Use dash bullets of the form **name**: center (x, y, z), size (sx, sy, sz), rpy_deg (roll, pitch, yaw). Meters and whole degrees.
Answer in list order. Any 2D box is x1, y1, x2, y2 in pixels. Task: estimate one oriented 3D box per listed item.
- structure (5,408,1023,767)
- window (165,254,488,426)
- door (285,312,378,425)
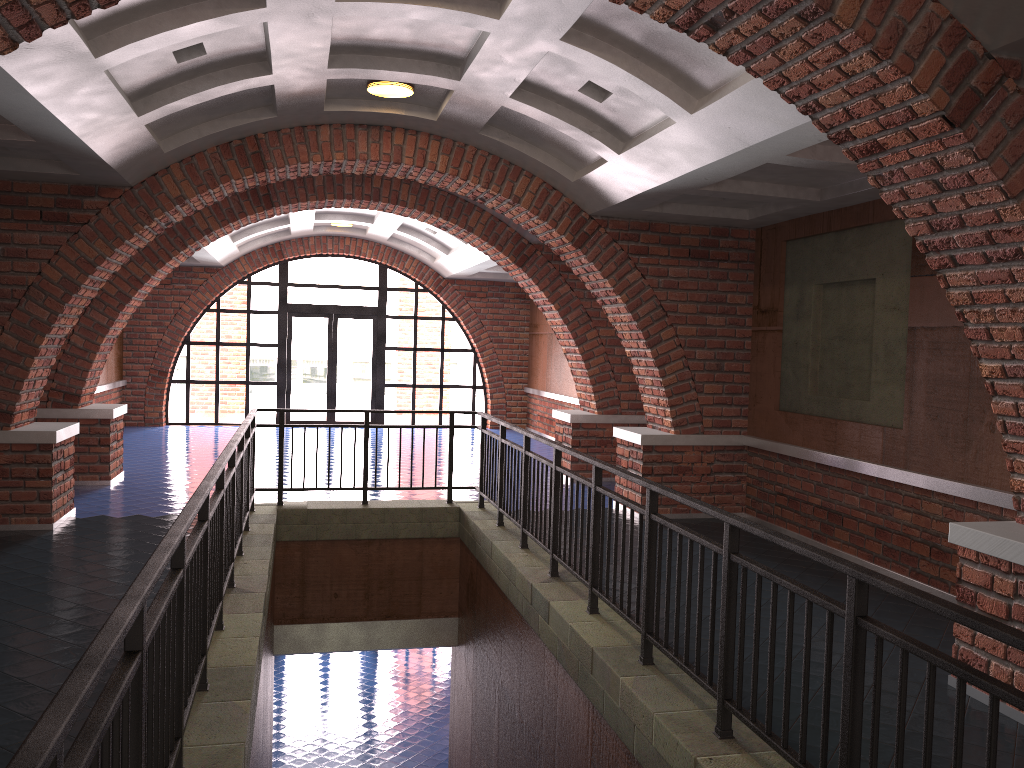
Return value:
- **structure**: center (-0.238, 3.348, 3.647), size (2.464, 5.665, 11.177), rpy_deg (1, 3, -13)
- **window**: center (-3.510, -0.850, 17.615), size (6.353, 3.471, 0.100), rpy_deg (1, 3, -13)
- **door**: center (-3.580, -0.285, 17.633), size (1.754, 2.236, 0.040), rpy_deg (1, 3, -13)
